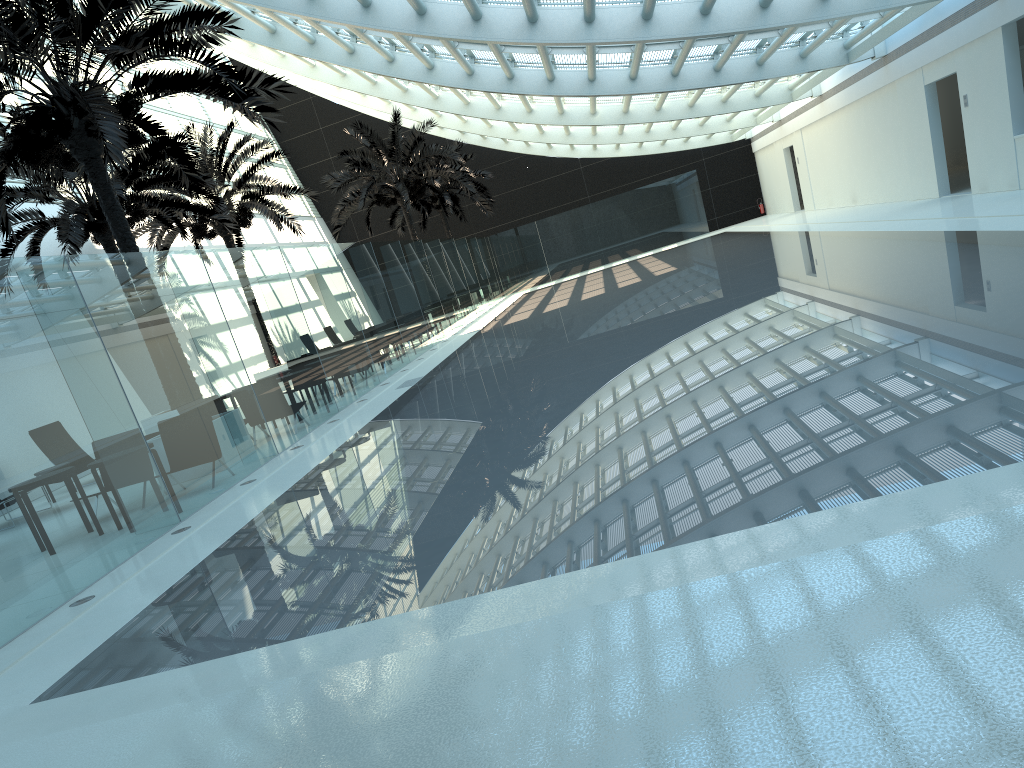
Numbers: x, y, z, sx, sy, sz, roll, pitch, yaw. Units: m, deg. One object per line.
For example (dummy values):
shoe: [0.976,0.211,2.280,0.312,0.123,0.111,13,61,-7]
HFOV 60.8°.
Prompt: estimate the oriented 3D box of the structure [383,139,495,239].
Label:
structure: [-2.589,-6.666,36.714,4.407,7.288,4.675,-20,14,-12]

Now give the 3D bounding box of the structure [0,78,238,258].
structure: [-7.604,-2.150,16.962,4.590,7.096,4.157,-20,15,-12]

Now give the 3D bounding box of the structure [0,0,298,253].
structure: [-5.152,-2.168,10.965,4.883,7.289,4.213,-10,16,27]

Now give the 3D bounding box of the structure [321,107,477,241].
structure: [-3.373,-5.318,29.032,4.840,7.290,4.252,-16,14,3]

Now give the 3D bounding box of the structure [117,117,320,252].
structure: [-7.249,-3.110,22.653,4.317,7.159,4.419,-4,19,41]
